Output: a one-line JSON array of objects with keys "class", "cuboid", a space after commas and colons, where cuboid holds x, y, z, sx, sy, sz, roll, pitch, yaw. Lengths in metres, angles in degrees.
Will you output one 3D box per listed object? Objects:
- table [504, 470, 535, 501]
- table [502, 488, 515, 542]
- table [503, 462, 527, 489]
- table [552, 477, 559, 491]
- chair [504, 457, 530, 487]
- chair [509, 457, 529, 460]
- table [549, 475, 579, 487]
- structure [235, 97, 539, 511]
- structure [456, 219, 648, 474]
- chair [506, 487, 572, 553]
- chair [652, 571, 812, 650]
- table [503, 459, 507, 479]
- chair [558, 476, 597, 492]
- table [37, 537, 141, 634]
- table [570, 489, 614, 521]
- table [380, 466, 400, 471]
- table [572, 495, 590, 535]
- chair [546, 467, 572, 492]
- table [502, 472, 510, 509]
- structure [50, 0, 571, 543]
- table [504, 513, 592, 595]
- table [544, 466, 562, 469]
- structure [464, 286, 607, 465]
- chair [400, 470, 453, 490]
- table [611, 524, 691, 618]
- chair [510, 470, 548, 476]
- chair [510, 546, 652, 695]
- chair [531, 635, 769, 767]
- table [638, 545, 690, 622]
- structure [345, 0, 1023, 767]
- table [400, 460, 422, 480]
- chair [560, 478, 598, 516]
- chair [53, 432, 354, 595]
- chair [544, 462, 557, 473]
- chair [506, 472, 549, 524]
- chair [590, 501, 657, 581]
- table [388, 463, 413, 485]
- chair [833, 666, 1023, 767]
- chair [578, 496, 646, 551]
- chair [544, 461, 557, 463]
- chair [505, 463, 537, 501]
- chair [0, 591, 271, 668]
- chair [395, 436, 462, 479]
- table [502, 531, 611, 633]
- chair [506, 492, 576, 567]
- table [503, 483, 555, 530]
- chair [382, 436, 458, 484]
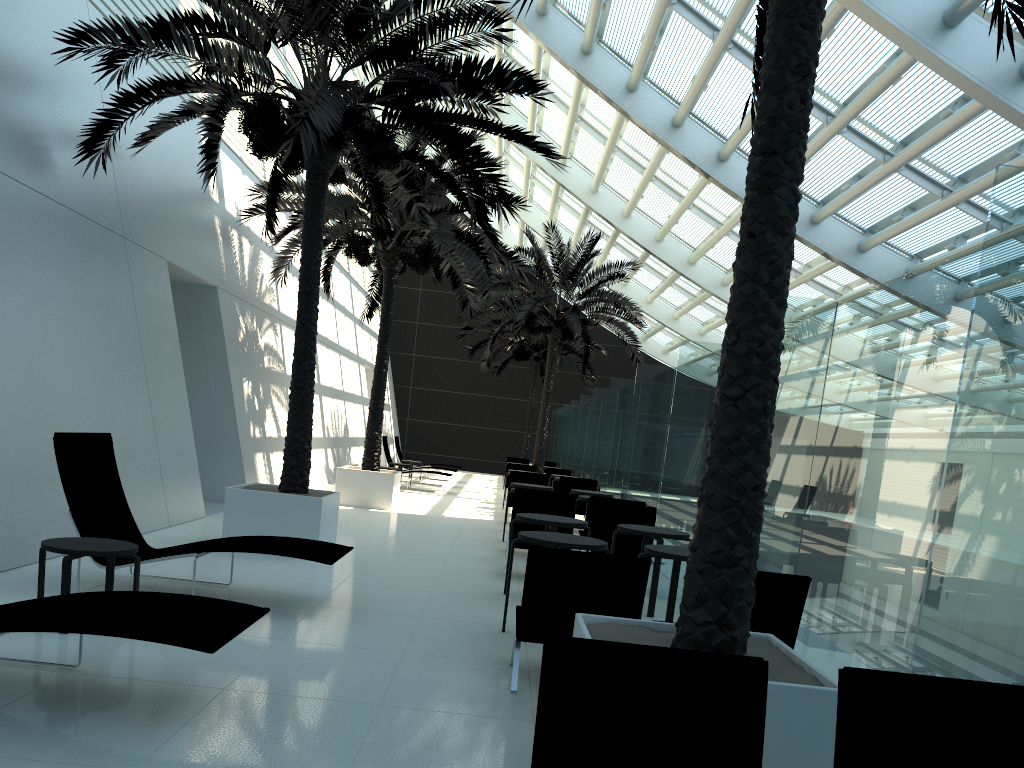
[{"class": "table", "cuboid": [0.216, 2.345, 19.518, 0.671, 0.788, 0.682, 8, 3, 37]}, {"class": "table", "cuboid": [0.282, 1.911, 12.446, 0.670, 0.788, 0.683, 9, 3, 42]}, {"class": "table", "cuboid": [0.156, 2.692, 25.183, 0.671, 0.788, 0.682, 8, 3, 37]}, {"class": "table", "cuboid": [1.186, 2.367, 18.111, 0.670, 0.788, 0.683, 9, 3, 42]}, {"class": "chair", "cuboid": [0.155, 2.716, 26.479, 0.716, 0.896, 0.880, 6, 2, -1]}, {"class": "chair", "cuboid": [0.152, 2.821, 28.176, 0.716, 0.896, 0.880, 6, 2, -1]}, {"class": "table", "cuboid": [1.180, 2.455, 19.541, 0.671, 0.788, 0.682, 8, 3, 37]}, {"class": "structure", "cuboid": [-2.305, -1.283, 15.128, 4.235, 6.960, 4.642, 9, 4, 33]}, {"class": "structure", "cuboid": [0.961, -0.507, 22.624, 4.835, 7.088, 4.385, 6, 4, -7]}, {"class": "chair", "cuboid": [0.331, 1.786, 11.264, 0.716, 0.896, 0.880, 6, 2, -1]}, {"class": "chair", "cuboid": [1.320, 1.537, 5.495, 0.716, 0.896, 0.880, 6, 2, -1]}, {"class": "table", "cuboid": [0.103, 2.946, 29.358, 0.684, 0.788, 0.669, 4, 3, -43]}, {"class": "chair", "cuboid": [1.198, 2.237, 16.928, 0.716, 0.896, 0.880, 6, 2, -1]}, {"class": "table", "cuboid": [-2.696, 1.272, 5.551, 0.546, 0.522, 0.557, 8, 2, 42]}, {"class": "table", "cuboid": [1.240, 2.112, 13.935, 0.671, 0.788, 0.682, 8, 3, 37]}, {"class": "table", "cuboid": [-2.846, 2.141, 19.742, 0.547, 0.522, 0.556, 8, 2, 37]}, {"class": "table", "cuboid": [1.246, 2.021, 12.470, 0.670, 0.788, 0.683, 9, 3, 42]}, {"class": "chair", "cuboid": [1.143, 2.474, 20.812, 0.716, 0.896, 0.880, 6, 2, -1]}, {"class": "table", "cuboid": [0.223, 2.256, 18.087, 0.670, 0.788, 0.683, 9, 3, 42]}, {"class": "structure", "cuboid": [-2.040, -1.597, 9.138, 4.668, 6.899, 4.209, 5, 4, -22]}, {"class": "table", "cuboid": [0.336, 1.656, 8.271, 0.671, 0.788, 0.682, 8, 3, 37]}, {"class": "table", "cuboid": [1.120, 2.802, 25.207, 0.671, 0.788, 0.682, 8, 3, 37]}, {"class": "structure", "cuboid": [0.901, -0.006, 30.767, 4.482, 7.086, 4.733, 5, 4, -22]}, {"class": "chair", "cuboid": [-2.442, 1.929, 20.875, 2.037, 1.169, 0.913, 6, 3, -1]}, {"class": "table", "cuboid": [1.299, 1.767, 8.295, 0.671, 0.788, 0.682, 8, 3, 37]}, {"class": "chair", "cuboid": [0.272, 2.131, 16.905, 0.716, 0.896, 0.880, 6, 2, -1]}, {"class": "chair", "cuboid": [0.393, 1.431, 5.472, 0.716, 0.896, 0.880, 6, 2, -1]}, {"class": "chair", "cuboid": [0.412, 1.238, 2.347, 0.716, 0.896, 0.880, 6, 2, -1]}, {"class": "table", "cuboid": [1.308, 1.667, 6.678, 0.670, 0.788, 0.683, 9, 3, 42]}, {"class": "structure", "cuboid": [1.170, -1.679, 3.487, 4.789, 7.088, 4.428, 8, 4, 18]}, {"class": "table", "cuboid": [-2.902, 2.461, 24.964, 0.546, 0.522, 0.557, 8, 2, 42]}, {"class": "chair", "cuboid": [1.202, 2.132, 15.231, 0.716, 0.896, 0.880, 6, 2, -1]}, {"class": "chair", "cuboid": [-2.292, 1.060, 6.684, 2.037, 1.169, 0.913, 6, 3, -1]}, {"class": "chair", "cuboid": [1.082, 2.822, 26.501, 0.716, 0.896, 0.880, 6, 2, -1]}, {"class": "chair", "cuboid": [0.275, 2.025, 15.208, 0.716, 0.896, 0.880, 6, 2, -1]}, {"class": "chair", "cuboid": [1.262, 1.786, 9.577, 0.716, 0.896, 0.880, 6, 2, -1]}, {"class": "table", "cuboid": [-2.874, 2.298, 22.313, 0.546, 0.522, 0.557, 8, 2, 42]}, {"class": "chair", "cuboid": [1.338, 1.344, 2.370, 0.716, 0.896, 0.880, 6, 2, -1]}, {"class": "chair", "cuboid": [1.258, 1.892, 11.287, 0.716, 0.896, 0.880, 6, 2, -1]}, {"class": "chair", "cuboid": [1.079, 2.928, 28.199, 0.716, 0.896, 0.880, 6, 2, -1]}, {"class": "chair", "cuboid": [0.216, 2.367, 20.789, 0.716, 0.896, 0.880, 6, 2, -1]}, {"class": "chair", "cuboid": [-2.264, 0.903, 4.113, 2.037, 1.169, 0.913, 6, 3, -1]}, {"class": "chair", "cuboid": [-2.498, 2.249, 26.097, 2.037, 1.169, 0.913, 6, 3, -1]}, {"class": "table", "cuboid": [0.344, 1.556, 6.654, 0.670, 0.788, 0.683, 9, 3, 42]}, {"class": "chair", "cuboid": [0.335, 1.679, 9.555, 0.716, 0.896, 0.880, 6, 2, -1]}, {"class": "table", "cuboid": [0.276, 2.001, 13.912, 0.671, 0.788, 0.682, 8, 3, 37]}, {"class": "chair", "cuboid": [-2.470, 2.087, 23.446, 2.037, 1.169, 0.913, 6, 3, -1]}]
